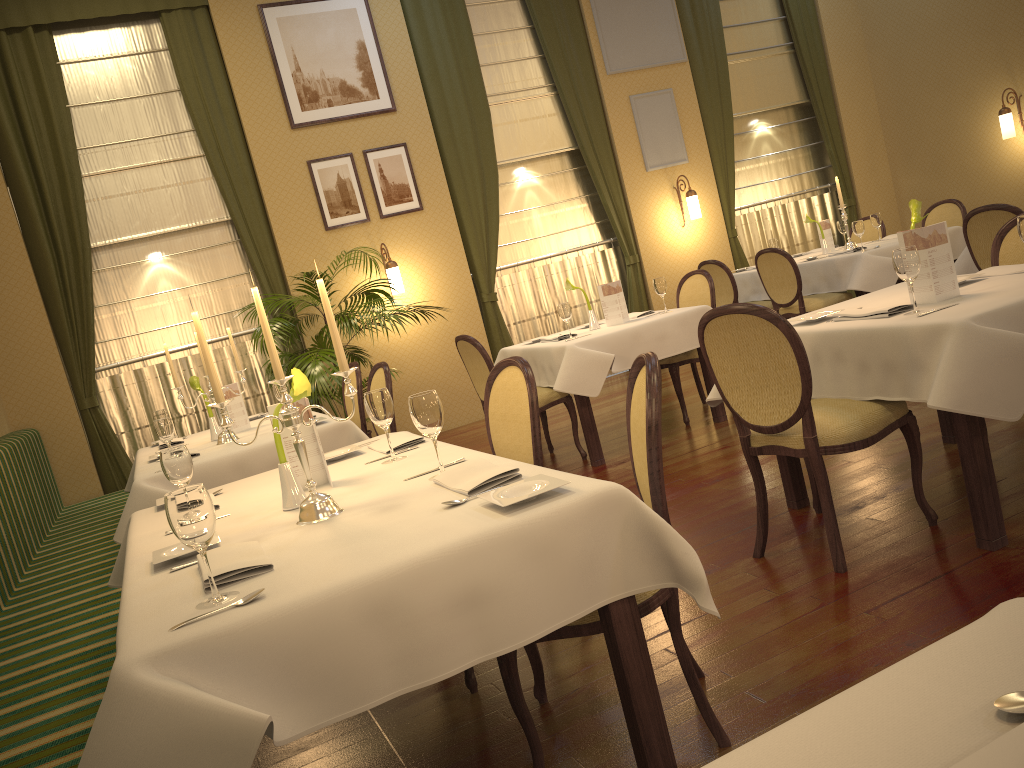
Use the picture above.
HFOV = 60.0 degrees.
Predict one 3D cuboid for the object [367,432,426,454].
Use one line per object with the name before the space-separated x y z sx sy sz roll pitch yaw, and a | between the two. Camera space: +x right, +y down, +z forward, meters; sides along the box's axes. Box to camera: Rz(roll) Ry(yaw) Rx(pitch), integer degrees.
object | -0.408 0.205 3.096 0.142 0.024 0.273 -17 7 -21

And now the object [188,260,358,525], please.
object | -0.569 0.027 2.220 0.390 0.655 0.131 -15 7 -7

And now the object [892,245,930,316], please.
object | 1.376 -0.358 3.065 0.088 0.229 0.088 -12 7 20

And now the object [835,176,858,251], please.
object | 2.707 -1.423 7.251 0.131 0.655 0.390 -10 8 34

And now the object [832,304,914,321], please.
object | 1.333 -0.267 3.270 0.142 0.033 0.273 -17 7 -21

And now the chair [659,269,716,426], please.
chair | 1.158 -0.256 6.080 0.571 0.955 0.530 -17 7 -21

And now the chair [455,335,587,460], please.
chair | 0.032 0.082 5.675 0.571 0.955 0.530 -17 7 -21

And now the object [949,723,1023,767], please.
object | 0.417 0.291 0.626 0.160 0.024 0.160 -17 7 -21

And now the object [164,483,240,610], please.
object | -0.603 0.313 1.720 0.088 0.229 0.088 -11 7 26

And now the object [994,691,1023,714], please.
object | 0.495 0.257 0.780 0.181 0.015 0.038 -17 7 -20

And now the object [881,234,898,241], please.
object | 3.130 -1.198 7.154 0.142 0.033 0.273 -17 7 -21

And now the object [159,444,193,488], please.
object | -0.974 0.299 2.628 0.088 0.229 0.088 -12 7 20

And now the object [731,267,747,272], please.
object | 2.076 -1.030 8.026 0.160 0.024 0.160 -17 7 -21

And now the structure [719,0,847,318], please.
structure | 2.744 -2.955 9.732 1.898 4.511 0.137 -17 7 -21

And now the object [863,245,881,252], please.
object | 2.675 -1.007 6.603 0.181 0.015 0.038 -17 7 -20

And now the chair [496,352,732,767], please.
chair | 0.201 0.448 2.288 0.571 0.955 0.530 -14 7 4

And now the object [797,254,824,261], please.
object | 2.418 -1.012 7.153 0.160 0.024 0.160 -17 7 -21

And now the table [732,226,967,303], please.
table | 2.784 -0.749 7.520 1.385 0.759 2.152 -17 7 -21

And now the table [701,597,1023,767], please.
table | 0.595 0.715 0.067 1.385 0.759 2.152 -17 7 -21

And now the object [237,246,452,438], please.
object | -1.391 -0.173 7.209 1.496 1.807 1.552 -20 9 -40

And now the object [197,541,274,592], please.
object | -0.614 0.393 1.950 0.142 0.033 0.273 -17 7 -21

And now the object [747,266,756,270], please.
object | 2.205 -1.037 7.788 0.142 0.033 0.273 -17 7 -21

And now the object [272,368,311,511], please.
object | -0.602 0.150 2.441 0.163 0.375 0.076 -14 7 0

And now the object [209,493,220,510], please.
object | -1.017 0.389 2.833 0.142 0.033 0.273 -17 7 -21

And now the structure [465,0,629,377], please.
structure | 0.146 -2.160 8.669 1.900 4.511 0.134 -17 7 -21

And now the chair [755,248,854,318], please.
chair | 2.277 -0.639 6.873 0.571 0.955 0.530 -17 7 -21

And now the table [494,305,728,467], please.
table | 0.685 -0.018 5.938 1.389 0.759 1.395 -17 7 -20

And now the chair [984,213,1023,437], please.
chair | 2.178 -0.220 3.616 0.571 0.955 0.530 -20 9 -41

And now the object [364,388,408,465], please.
object | -0.400 0.131 2.792 0.088 0.229 0.088 -11 7 26

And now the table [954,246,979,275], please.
table | 3.806 -0.712 5.049 1.385 0.759 2.152 -17 7 -21

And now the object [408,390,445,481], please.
object | -0.210 0.135 2.355 0.088 0.229 0.088 -11 7 26

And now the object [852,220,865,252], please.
object | 2.619 -1.113 6.674 0.088 0.229 0.088 -11 7 26

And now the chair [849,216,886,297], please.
chair | 3.107 -0.988 7.992 0.571 0.955 0.530 -17 7 -21

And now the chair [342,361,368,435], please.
chair | -1.117 0.393 5.544 0.571 0.955 0.530 -17 7 -21

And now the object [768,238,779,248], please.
object | 2.249 -1.128 7.582 0.088 0.229 0.088 -11 7 26

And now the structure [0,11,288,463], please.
structure | -2.975 -1.205 7.399 1.942 4.511 0.123 -17 7 -21

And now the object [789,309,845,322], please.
object | 1.204 -0.260 3.508 0.160 0.024 0.160 -17 7 -21

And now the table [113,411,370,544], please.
table | -1.469 0.641 5.060 1.385 0.759 2.152 -17 7 -21

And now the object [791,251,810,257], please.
object | 2.606 -1.172 8.079 0.160 0.024 0.160 -17 7 -21

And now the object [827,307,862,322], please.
object | 1.284 -0.267 3.431 0.181 0.015 0.038 -17 7 -20

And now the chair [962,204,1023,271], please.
chair | 3.003 -0.613 5.117 0.571 0.955 0.530 -17 7 -21

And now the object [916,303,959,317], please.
object | 1.442 -0.254 3.003 0.185 0.010 0.017 -17 7 -20

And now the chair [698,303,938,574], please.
chair | 1.057 0.119 3.189 0.571 0.955 0.530 -18 8 -31

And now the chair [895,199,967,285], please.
chair | 3.429 -0.976 7.214 0.571 0.955 0.530 -17 7 -21

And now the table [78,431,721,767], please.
table | -0.438 0.678 2.566 1.385 0.759 2.152 -17 7 -21

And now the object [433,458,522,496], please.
object | -0.092 0.229 2.200 0.142 0.033 0.273 -17 7 -21

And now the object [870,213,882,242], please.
object | 3.013 -1.291 7.310 0.088 0.229 0.088 -11 7 26

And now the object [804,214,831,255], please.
object | 2.543 -1.256 7.388 0.163 0.375 0.076 -14 7 0

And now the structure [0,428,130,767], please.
structure | -0.603 0.853 0.350 0.850 1.031 14.516 -17 7 -21

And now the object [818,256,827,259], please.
object | 2.508 -1.017 7.054 0.185 0.010 0.017 -17 7 -20

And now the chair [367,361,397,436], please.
chair | -0.825 0.413 4.754 0.571 0.955 0.530 -17 7 -21

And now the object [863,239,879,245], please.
object | 3.007 -1.190 7.421 0.185 0.010 0.017 -17 7 -21

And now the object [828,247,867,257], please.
object | 2.609 -1.034 6.905 0.142 0.033 0.273 -17 7 -21

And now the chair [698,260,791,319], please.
chair | 1.981 -0.650 7.587 0.571 0.955 0.530 -17 7 -21

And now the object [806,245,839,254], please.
object | 2.815 -1.221 8.051 0.142 0.024 0.273 -17 7 -21

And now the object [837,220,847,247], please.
object | 2.911 -1.322 7.778 0.088 0.229 0.088 -11 7 26

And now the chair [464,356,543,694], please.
chair | -0.114 0.438 3.039 0.571 0.955 0.530 -17 7 -21

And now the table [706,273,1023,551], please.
table | 1.715 0.019 3.444 1.389 0.759 1.395 -17 7 -20

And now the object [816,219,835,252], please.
object | 2.665 -1.247 7.491 0.081 0.277 0.166 -9 9 40
